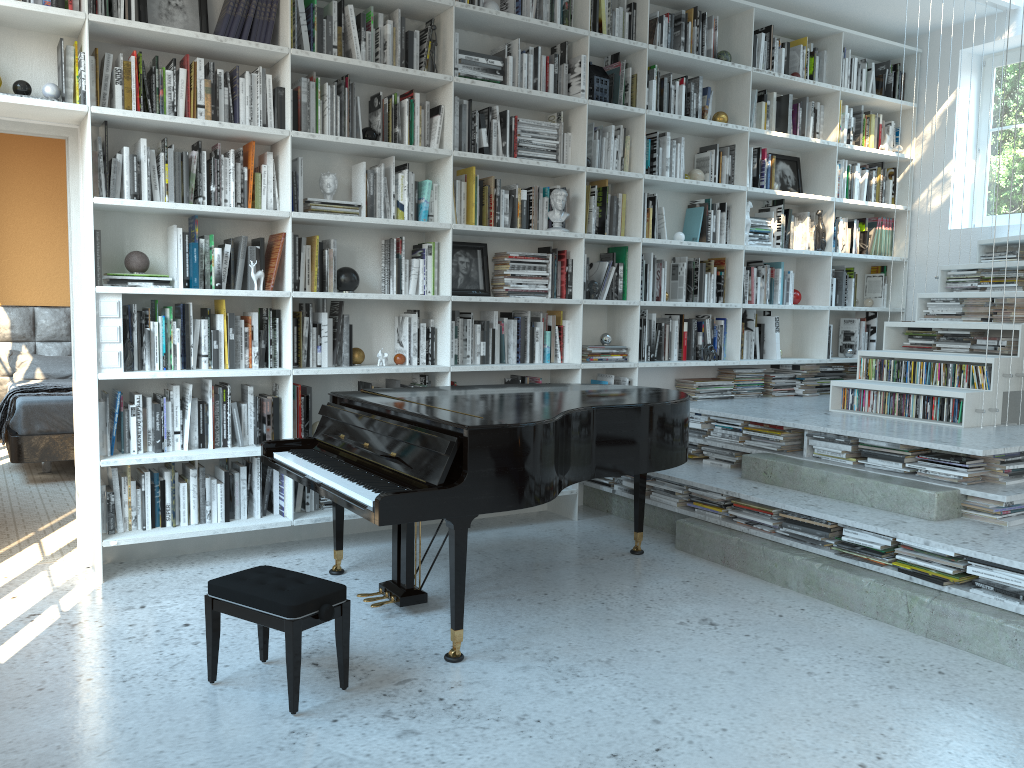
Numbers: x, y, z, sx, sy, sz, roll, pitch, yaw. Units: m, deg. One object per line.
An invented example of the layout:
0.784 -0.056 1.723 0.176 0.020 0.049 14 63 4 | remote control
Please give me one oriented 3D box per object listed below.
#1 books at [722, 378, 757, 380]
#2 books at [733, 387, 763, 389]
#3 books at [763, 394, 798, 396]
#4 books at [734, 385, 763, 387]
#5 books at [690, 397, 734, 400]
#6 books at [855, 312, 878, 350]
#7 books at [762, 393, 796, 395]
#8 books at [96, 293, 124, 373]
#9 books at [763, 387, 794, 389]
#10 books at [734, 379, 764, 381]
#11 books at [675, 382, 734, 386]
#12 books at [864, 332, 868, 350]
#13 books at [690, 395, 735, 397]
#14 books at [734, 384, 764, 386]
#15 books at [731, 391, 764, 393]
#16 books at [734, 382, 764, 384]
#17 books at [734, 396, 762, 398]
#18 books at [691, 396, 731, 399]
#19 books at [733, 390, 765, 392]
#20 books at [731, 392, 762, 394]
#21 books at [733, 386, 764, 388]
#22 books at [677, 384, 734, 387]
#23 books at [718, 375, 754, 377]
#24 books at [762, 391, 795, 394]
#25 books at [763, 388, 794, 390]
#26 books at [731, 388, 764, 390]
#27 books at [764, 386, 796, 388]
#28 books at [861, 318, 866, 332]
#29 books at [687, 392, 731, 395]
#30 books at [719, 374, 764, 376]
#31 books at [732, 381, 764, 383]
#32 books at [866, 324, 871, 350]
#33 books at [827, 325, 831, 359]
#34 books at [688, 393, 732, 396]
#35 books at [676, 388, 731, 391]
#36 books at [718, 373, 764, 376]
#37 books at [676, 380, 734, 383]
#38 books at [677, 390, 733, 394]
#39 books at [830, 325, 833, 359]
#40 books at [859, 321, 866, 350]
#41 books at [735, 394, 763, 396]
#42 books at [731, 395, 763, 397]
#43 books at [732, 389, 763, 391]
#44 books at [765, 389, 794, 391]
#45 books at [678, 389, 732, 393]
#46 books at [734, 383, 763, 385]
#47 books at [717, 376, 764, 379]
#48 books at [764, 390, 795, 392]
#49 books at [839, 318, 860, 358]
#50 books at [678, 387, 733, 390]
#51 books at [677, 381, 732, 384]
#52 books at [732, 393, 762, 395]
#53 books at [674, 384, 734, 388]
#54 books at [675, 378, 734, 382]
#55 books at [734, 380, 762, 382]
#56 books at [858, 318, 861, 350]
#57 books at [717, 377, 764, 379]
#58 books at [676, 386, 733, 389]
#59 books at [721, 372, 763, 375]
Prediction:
1.550 -0.037 6.024 0.254 0.006 0.160 -2 6 -32 | books
1.555 0.022 6.025 0.254 0.007 0.160 -2 6 -35 | books
1.871 0.065 6.222 0.327 0.008 0.207 -2 6 -35 | books
1.552 0.007 6.029 0.254 0.007 0.160 -2 5 -30 | books
1.267 0.085 5.854 0.345 0.007 0.193 -1 5 -27 | books
2.604 -0.364 6.532 0.010 0.336 0.185 -2 6 -31 | books
1.870 0.057 6.224 0.327 0.008 0.207 -2 5 -28 | books
-1.790 -0.228 3.901 0.106 0.340 0.306 -2 6 -31 | books
1.869 0.019 6.222 0.327 0.008 0.207 -2 5 -29 | books
1.551 -0.031 6.022 0.285 0.005 0.159 -2 6 -33 | books
1.269 -0.005 5.853 0.345 0.007 0.193 -2 5 -29 | books
2.529 -0.290 6.514 0.024 0.189 0.175 -2 6 -31 | books
1.269 0.071 5.850 0.345 0.007 0.193 -1 5 -26 | books
1.557 0.001 6.021 0.285 0.007 0.159 -2 6 -36 | books
1.554 0.049 6.026 0.285 0.007 0.159 -2 6 -35 | books
1.552 -0.013 6.028 0.285 0.007 0.159 -2 5 -30 | books
1.552 0.083 6.032 0.254 0.007 0.160 -2 5 -28 | books
1.267 0.078 5.854 0.308 0.008 0.195 -2 6 -35 | books
1.557 0.043 6.025 0.285 0.007 0.159 -1 5 -26 | books
1.550 0.055 6.033 0.254 0.007 0.160 -2 5 -30 | books
1.555 0.015 6.024 0.285 0.007 0.159 -2 6 -35 | books
1.274 0.003 5.846 0.345 0.007 0.193 -2 6 -36 | books
1.554 -0.058 6.016 0.285 0.005 0.159 -2 6 -35 | books
1.867 0.049 6.228 0.367 0.007 0.205 -2 5 -30 | books
1.870 0.027 6.220 0.367 0.007 0.205 -2 6 -34 | books
1.553 0.028 6.030 0.285 0.007 0.159 -2 5 -29 | books
1.869 0.012 6.222 0.327 0.008 0.207 -2 6 -33 | books
2.547 -0.341 6.526 0.047 0.288 0.141 -2 6 -31 | books
1.265 0.055 5.856 0.308 0.008 0.195 -2 5 -29 | books
1.557 -0.063 6.017 0.254 0.006 0.160 -1 5 -27 | books
1.551 -0.020 6.029 0.285 0.007 0.159 -2 5 -31 | books
2.575 -0.320 6.549 0.024 0.243 0.140 -2 6 -31 | books
2.173 -0.299 6.264 0.014 0.234 0.183 -2 6 -31 | books
1.267 0.063 5.852 0.308 0.008 0.195 -1 5 -27 | books
1.264 0.032 5.859 0.308 0.008 0.195 -2 5 -31 | books
1.556 -0.069 6.018 0.285 0.005 0.159 -2 6 -34 | books
1.270 -0.020 5.852 0.345 0.007 0.193 -2 6 -33 | books
1.266 0.048 5.856 0.345 0.007 0.193 -2 6 -33 | books
2.191 -0.302 6.277 0.030 0.238 0.151 -2 6 -31 | books
2.499 -0.327 6.485 0.031 0.266 0.168 -2 6 -31 | books
1.553 0.070 6.029 0.254 0.007 0.160 -1 5 -27 | books
1.548 0.076 6.037 0.285 0.007 0.159 -2 5 -31 | books
1.555 0.036 6.027 0.254 0.007 0.160 -2 6 -35 | books
1.867 0.034 6.226 0.327 0.008 0.207 -2 6 -32 | books
1.270 0.041 5.849 0.308 0.008 0.195 -2 6 -36 | books
1.552 -0.006 6.028 0.254 0.007 0.160 -2 5 -30 | books
1.550 -0.048 6.023 0.285 0.005 0.159 -2 6 -32 | books
1.866 0.041 6.229 0.327 0.008 0.207 -2 5 -31 | books
2.456 -0.336 6.458 0.012 0.285 0.159 -2 6 -31 | books
1.273 0.025 5.849 0.308 0.008 0.195 -1 5 -26 | books
1.269 -0.012 5.852 0.308 0.008 0.195 -2 5 -29 | books
1.549 0.062 6.035 0.254 0.007 0.160 -2 5 -31 | books
1.269 0.010 5.854 0.345 0.007 0.193 -2 5 -29 | books
1.270 -0.027 5.851 0.345 0.007 0.193 -2 5 -29 | books
1.549 -0.026 6.026 0.254 0.006 0.160 -2 5 -31 | books
2.472 -0.338 6.487 0.012 0.285 0.159 -2 6 -31 | books
1.550 -0.042 6.023 0.285 0.005 0.159 -2 5 -30 | books
1.270 0.018 5.853 0.345 0.007 0.193 -2 6 -34 | books
1.558 -0.074 6.014 0.254 0.006 0.160 -2 6 -36 | books
